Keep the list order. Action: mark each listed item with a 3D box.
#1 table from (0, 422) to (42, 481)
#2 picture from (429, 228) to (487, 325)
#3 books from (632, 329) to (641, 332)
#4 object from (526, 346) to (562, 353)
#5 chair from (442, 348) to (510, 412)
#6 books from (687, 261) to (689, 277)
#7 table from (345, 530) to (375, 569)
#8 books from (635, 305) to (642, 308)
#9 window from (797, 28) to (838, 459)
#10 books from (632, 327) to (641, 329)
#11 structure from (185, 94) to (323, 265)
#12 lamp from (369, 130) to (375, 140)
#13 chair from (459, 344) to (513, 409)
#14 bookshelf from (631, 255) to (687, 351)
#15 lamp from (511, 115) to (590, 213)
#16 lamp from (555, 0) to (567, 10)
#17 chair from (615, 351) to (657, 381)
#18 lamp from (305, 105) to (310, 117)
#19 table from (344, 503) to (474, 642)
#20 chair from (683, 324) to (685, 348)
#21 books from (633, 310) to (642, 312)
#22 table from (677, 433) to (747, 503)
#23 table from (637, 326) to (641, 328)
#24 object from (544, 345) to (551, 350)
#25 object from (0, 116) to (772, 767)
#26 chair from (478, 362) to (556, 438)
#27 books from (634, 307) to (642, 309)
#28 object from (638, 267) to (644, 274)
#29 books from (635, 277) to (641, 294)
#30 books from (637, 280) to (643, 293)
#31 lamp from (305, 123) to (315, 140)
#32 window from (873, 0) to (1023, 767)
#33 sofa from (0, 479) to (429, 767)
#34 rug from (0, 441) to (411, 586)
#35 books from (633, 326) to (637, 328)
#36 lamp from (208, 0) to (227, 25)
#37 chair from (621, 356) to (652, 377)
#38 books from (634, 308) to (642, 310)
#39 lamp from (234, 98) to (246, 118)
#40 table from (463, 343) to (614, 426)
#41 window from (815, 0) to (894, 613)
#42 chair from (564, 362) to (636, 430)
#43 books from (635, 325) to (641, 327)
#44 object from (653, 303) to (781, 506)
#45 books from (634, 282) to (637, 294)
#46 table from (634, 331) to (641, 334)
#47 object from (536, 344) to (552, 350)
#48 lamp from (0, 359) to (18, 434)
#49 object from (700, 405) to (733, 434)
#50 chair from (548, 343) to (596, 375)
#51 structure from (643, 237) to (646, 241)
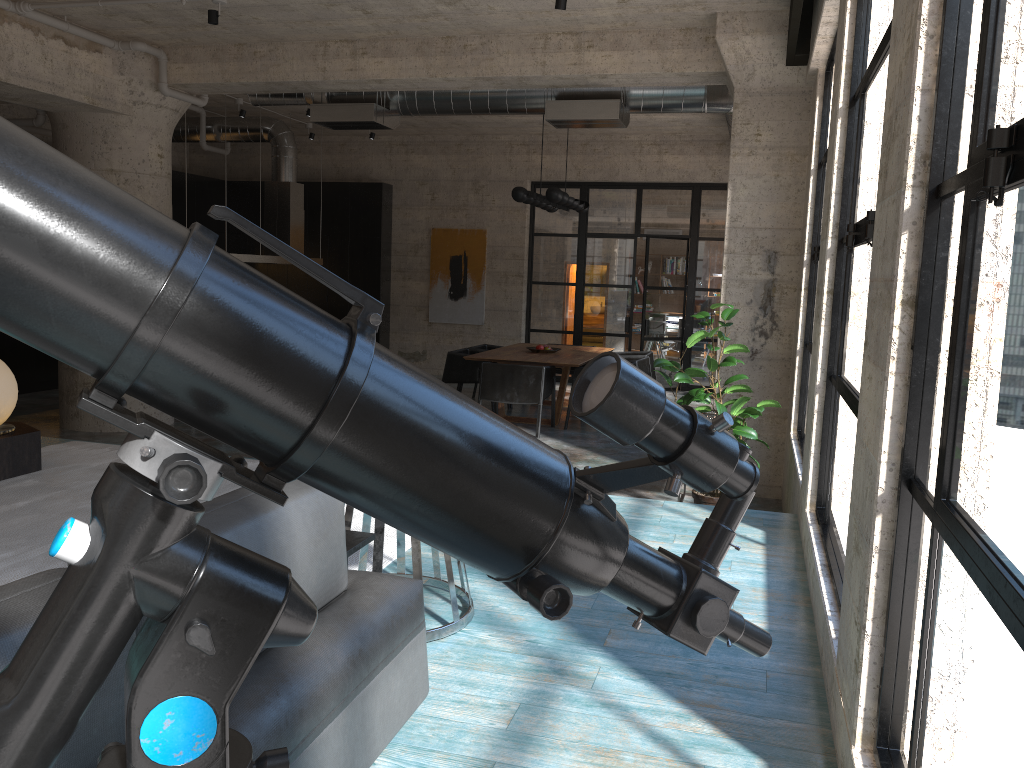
[{"bbox_3d":[-3.087,0.397,4.834,0.616,0.230,1.044,4,7,15],"label":"table"},{"bbox_3d":[-0.863,-1.710,14.105,0.928,1.494,0.029,4,7,15],"label":"picture"},{"bbox_3d":[2.842,-1.191,19.702,0.326,0.055,0.255,6,8,25],"label":"books"},{"bbox_3d":[0.382,-0.423,10.694,0.435,0.079,0.435,-3,9,-38],"label":"object"},{"bbox_3d":[-0.457,-0.041,10.830,0.754,0.738,0.707,4,7,15],"label":"chair"},{"bbox_3d":[3.837,-2.501,19.300,0.055,0.326,0.255,4,7,15],"label":"books"},{"bbox_3d":[-0.701,0.678,2.718,0.420,0.390,0.413,4,7,15],"label":"table"},{"bbox_3d":[2.904,-1.716,19.633,0.326,0.055,0.255,4,7,18],"label":"books"},{"bbox_3d":[1.863,-0.797,5.325,0.081,2.530,1.780,4,7,15],"label":"window"},{"bbox_3d":[2.826,-1.239,19.710,0.379,0.036,0.244,4,7,15],"label":"books"},{"bbox_3d":[-3.329,-2.573,11.067,0.538,2.100,3.117,4,7,15],"label":"structure"},{"bbox_3d":[-2.070,-3.696,12.966,0.145,0.236,0.107,2,7,-2],"label":"lamp"},{"bbox_3d":[-0.252,-0.120,11.529,0.754,0.738,0.707,4,7,15],"label":"chair"},{"bbox_3d":[4.024,-1.654,19.307,3.034,2.179,0.366,4,7,15],"label":"bookshelf"},{"bbox_3d":[0.507,-2.737,10.419,0.583,1.327,1.813,4,7,15],"label":"lamp"},{"bbox_3d":[0.311,-2.580,5.849,0.107,0.236,0.145,2,7,-2],"label":"lamp"},{"bbox_3d":[1.523,-0.046,11.479,0.754,0.738,0.707,4,7,15],"label":"chair"},{"bbox_3d":[-2.580,-3.490,11.180,0.145,0.236,0.107,2,7,-2],"label":"lamp"},{"bbox_3d":[-0.437,0.584,3.177,0.620,0.472,0.620,4,7,18],"label":"table"},{"bbox_3d":[3.058,-0.614,15.380,0.653,1.015,0.684,4,7,14],"label":"chair"},{"bbox_3d":[2.881,-1.614,19.640,0.379,0.036,0.244,3,7,10],"label":"books"},{"bbox_3d":[1.504,0.644,6.634,0.450,0.563,0.600,4,7,15],"label":"table"},{"bbox_3d":[3.405,-0.732,17.620,1.800,0.721,0.800,4,7,15],"label":"table"},{"bbox_3d":[0.422,-0.435,10.731,0.110,0.082,0.088,-3,9,-34],"label":"object"},{"bbox_3d":[-0.162,0.451,0.610,0.617,1.406,0.595,4,7,16],"label":"object"},{"bbox_3d":[0.057,0.134,9.587,0.707,0.738,0.754,4,7,15],"label":"chair"},{"bbox_3d":[2.896,-1.679,19.642,0.355,0.021,0.272,4,7,14],"label":"books"},{"bbox_3d":[2.900,-2.543,19.483,0.252,0.280,0.131,5,8,23],"label":"object"},{"bbox_3d":[2.778,-2.178,19.612,0.121,0.377,0.244,4,7,15],"label":"books"},{"bbox_3d":[2.872,-2.144,19.614,0.195,0.316,0.255,4,7,15],"label":"books"},{"bbox_3d":[-3.013,-3.764,13.222,0.145,0.236,0.107,2,7,-2],"label":"lamp"},{"bbox_3d":[0.661,-0.307,1.029,0.081,2.530,1.780,4,7,15],"label":"window"},{"bbox_3d":[-0.981,0.639,1.704,1.019,0.680,2.063,4,7,15],"label":"sofa"},{"bbox_3d":[-2.568,0.900,1.855,2.954,0.032,7.768,4,7,15],"label":"rug"},{"bbox_3d":[2.840,-1.264,19.693,0.379,0.018,0.244,3,7,8],"label":"books"},{"bbox_3d":[-2.173,-2.770,6.534,0.141,0.215,0.107,2,7,-2],"label":"lamp"},{"bbox_3d":[1.330,0.041,10.716,0.754,0.738,0.707,5,8,20],"label":"chair"},{"bbox_3d":[2.891,-1.649,19.626,0.379,0.036,0.244,3,7,9],"label":"books"},{"bbox_3d":[-3.502,-3.556,11.431,0.145,0.236,0.107,2,7,-2],"label":"lamp"},{"bbox_3d":[0.394,-0.010,10.768,1.299,0.756,2.410,4,7,15],"label":"table"},{"bbox_3d":[1.262,-0.552,3.177,0.081,2.530,1.780,4,7,15],"label":"window"},{"bbox_3d":[1.055,0.130,9.920,0.754,0.738,0.707,5,8,20],"label":"chair"},{"bbox_3d":[2.846,-1.292,19.713,0.206,0.034,0.132,4,7,15],"label":"books"},{"bbox_3d":[1.355,0.232,5.970,0.886,1.552,0.514,2,7,2],"label":"object"},{"bbox_3d":[2.732,-2.163,19.659,0.102,0.331,0.255,4,7,15],"label":"books"},{"bbox_3d":[3.103,-0.512,15.760,1.800,0.721,0.800,4,7,15],"label":"table"},{"bbox_3d":[0.385,-0.434,10.669,0.219,0.097,0.100,-2,8,-31],"label":"object"},{"bbox_3d":[-3.026,0.058,4.958,0.462,0.417,0.462,9,10,43],"label":"lamp"},{"bbox_3d":[1.475,0.242,6.550,0.327,0.253,0.546,4,7,15],"label":"object"},{"bbox_3d":[0.753,-0.153,12.102,0.707,0.738,0.754,4,7,15],"label":"chair"},{"bbox_3d":[3.297,-3.260,19.514,0.812,0.218,0.200,4,7,15],"label":"structure"}]
